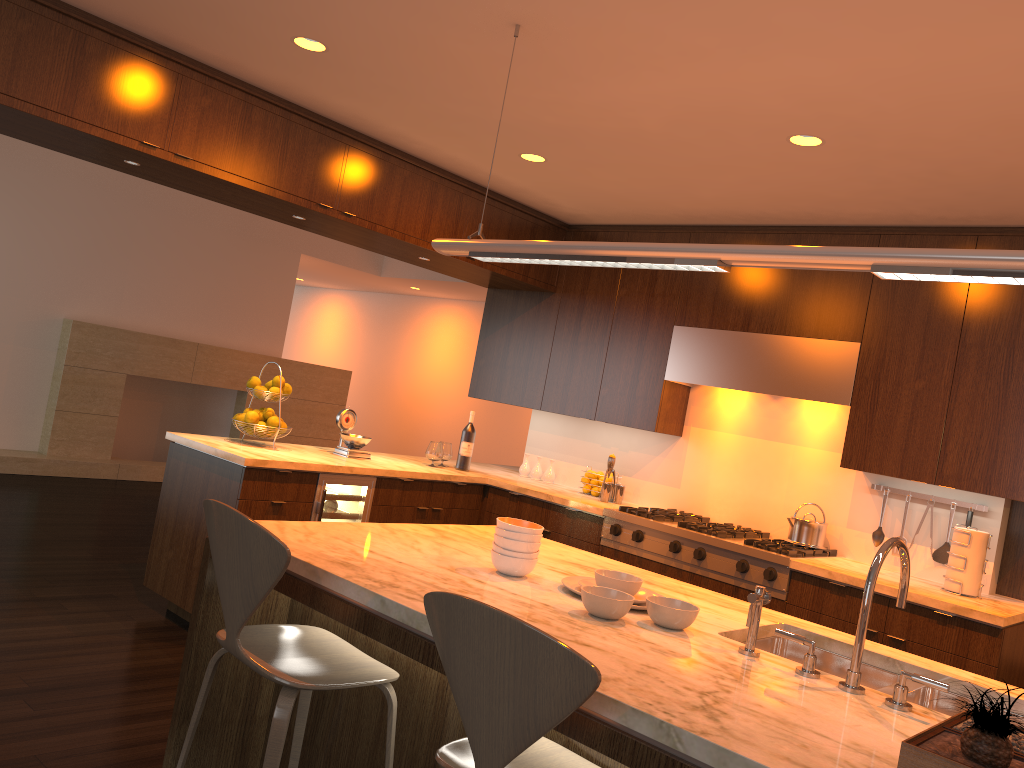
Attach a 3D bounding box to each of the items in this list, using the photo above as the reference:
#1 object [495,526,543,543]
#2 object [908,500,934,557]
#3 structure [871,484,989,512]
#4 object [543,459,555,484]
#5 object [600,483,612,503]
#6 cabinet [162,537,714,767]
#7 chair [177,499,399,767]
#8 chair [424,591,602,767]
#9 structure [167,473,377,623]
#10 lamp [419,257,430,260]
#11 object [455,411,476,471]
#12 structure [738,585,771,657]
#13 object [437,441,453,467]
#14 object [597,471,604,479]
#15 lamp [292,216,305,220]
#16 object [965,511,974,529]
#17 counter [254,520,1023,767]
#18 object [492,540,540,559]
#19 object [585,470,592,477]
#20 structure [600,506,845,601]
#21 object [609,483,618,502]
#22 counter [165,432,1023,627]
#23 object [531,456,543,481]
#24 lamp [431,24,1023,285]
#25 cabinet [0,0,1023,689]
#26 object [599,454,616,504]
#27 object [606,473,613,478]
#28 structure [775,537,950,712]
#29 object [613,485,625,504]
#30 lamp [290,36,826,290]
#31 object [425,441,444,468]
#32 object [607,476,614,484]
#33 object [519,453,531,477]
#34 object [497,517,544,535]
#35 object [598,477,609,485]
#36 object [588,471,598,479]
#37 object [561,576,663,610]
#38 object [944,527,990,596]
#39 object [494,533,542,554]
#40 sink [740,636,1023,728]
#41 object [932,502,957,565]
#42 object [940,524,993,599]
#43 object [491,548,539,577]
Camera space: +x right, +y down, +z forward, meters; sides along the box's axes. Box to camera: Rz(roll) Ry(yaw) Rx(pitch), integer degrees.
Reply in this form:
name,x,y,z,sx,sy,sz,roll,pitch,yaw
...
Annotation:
name,x,y,z,sx,sy,sz,roll,pitch,yaw
object,0.015,0.448,2.542,0.140,0.064,0.139,10,-1,16
object,2.007,0.694,4.312,0.114,0.271,0.008,10,-1,42
structure,2.027,0.553,4.329,0.048,0.031,0.541,11,-1,-45
object,0.250,0.571,5.792,0.079,0.154,0.079,10,-1,25
object,0.552,0.640,5.215,0.060,0.106,0.060,11,-1,-16
cabinet,0.464,1.107,2.095,2.713,0.876,1.281,10,-1,42
chair,-0.584,0.830,2.219,0.506,1.047,0.520,11,-1,-43
chair,0.025,0.933,1.721,0.520,1.047,0.506,10,-1,42
structure,0.515,1.170,4.667,3.400,0.862,3.060,10,-1,42
lamp,-0.519,-0.742,5.253,0.068,0.004,0.068,10,-1,23
object,-0.279,0.356,5.575,0.095,0.378,0.094,11,-1,-23
structure,0.575,0.561,2.105,0.050,0.161,0.067,10,-1,42
object,-0.431,0.444,5.599,0.112,0.151,0.112,11,-1,-30
object,0.546,0.566,5.483,0.051,0.053,0.063,11,-1,-14
lamp,-1.102,-0.862,4.590,0.068,0.004,0.068,10,-1,23
object,2.141,0.739,4.186,0.063,0.281,0.063,10,-1,19
counter,0.547,0.657,2.103,2.711,0.038,1.280,10,-1,42
object,0.007,0.491,2.541,0.140,0.068,0.139,10,-1,25
object,0.480,0.562,5.500,0.052,0.060,0.057,11,-1,-27
structure,1.143,0.781,4.726,1.067,0.422,0.824,10,-1,42
object,0.608,0.653,5.319,0.060,0.106,0.060,11,-1,-16
counter,0.553,0.704,4.633,3.616,0.038,3.187,10,-1,42
object,0.170,0.558,5.867,0.079,0.154,0.079,10,-1,25
lamp,0.744,-0.642,2.118,2.465,0.765,0.120,10,-1,42
cabinet,0.600,0.072,3.122,5.521,2.997,7.728,10,-1,42
object,0.563,0.551,5.230,0.101,0.288,0.088,11,-1,-18
object,0.611,0.580,5.520,0.050,0.060,0.059,11,-1,-15
structure,0.810,0.510,1.952,0.321,0.341,0.310,11,-1,-10
object,0.632,0.656,5.247,0.060,0.106,0.060,11,-1,-16
lamp,-2.808,-1.647,9.042,16.431,0.171,5.868,10,-1,42
object,-0.477,0.433,5.453,0.112,0.151,0.112,11,-1,-30
object,0.606,0.592,5.453,0.051,0.053,0.063,10,-1,-2
object,0.092,0.545,5.941,0.079,0.154,0.079,10,-1,25
object,0.019,0.427,2.543,0.139,0.062,0.140,11,-1,-40
object,0.558,0.594,5.417,0.061,0.052,0.053,10,-1,-2
object,0.497,0.560,5.449,0.063,0.051,0.053,10,-1,32
object,0.288,0.586,2.466,0.310,0.021,0.309,10,-1,42
object,2.037,0.793,3.974,0.144,0.286,0.149,10,-1,24
object,0.011,0.470,2.541,0.140,0.062,0.139,10,-1,42
sink,0.908,0.833,2.153,0.813,0.176,0.457,10,-1,42
object,2.097,0.717,4.250,0.112,0.303,0.036,10,-1,42
object,2.037,0.791,3.984,0.168,0.304,0.160,11,-1,-4
object,0.003,0.515,2.541,0.140,0.059,0.139,10,-1,33
